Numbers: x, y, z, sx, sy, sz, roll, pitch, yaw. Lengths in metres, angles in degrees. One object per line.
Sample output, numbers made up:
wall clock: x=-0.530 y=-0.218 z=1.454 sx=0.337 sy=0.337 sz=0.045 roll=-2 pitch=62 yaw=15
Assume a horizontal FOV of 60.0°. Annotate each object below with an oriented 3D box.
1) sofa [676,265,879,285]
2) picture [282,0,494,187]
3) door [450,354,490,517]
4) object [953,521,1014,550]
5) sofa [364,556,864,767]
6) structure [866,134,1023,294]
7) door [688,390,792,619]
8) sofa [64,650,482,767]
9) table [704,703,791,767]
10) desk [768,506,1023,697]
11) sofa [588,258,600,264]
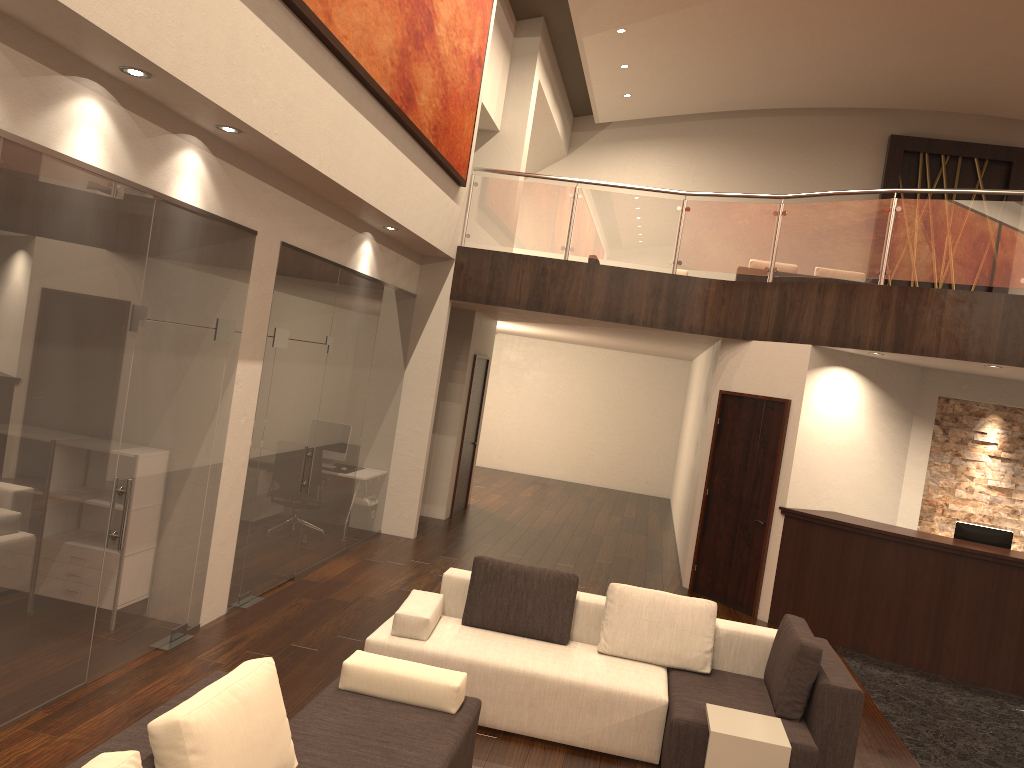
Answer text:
sofa: x=4.126 y=-1.374 z=14.135 sx=3.366 sy=0.862 sz=2.586 roll=9 pitch=1 yaw=9
picture: x=-0.871 y=-3.465 z=6.660 sx=0.070 sy=2.526 sz=6.485 roll=9 pitch=1 yaw=9
door: x=-0.602 y=0.704 z=12.551 sx=0.104 sy=2.232 sz=0.990 roll=9 pitch=1 yaw=9
object: x=4.401 y=1.575 z=8.330 sx=0.483 sy=0.485 sz=0.189 roll=9 pitch=1 yaw=24
sofa: x=0.570 y=1.703 z=5.438 sx=2.846 sy=0.862 sz=1.291 roll=9 pitch=1 yaw=9
structure: x=8.210 y=-2.512 z=16.961 sx=2.524 sy=4.236 sz=0.187 roll=9 pitch=1 yaw=9
door: x=2.385 y=1.216 z=9.334 sx=0.104 sy=2.232 sz=0.990 roll=8 pitch=1 yaw=-31
sofa: x=-0.144 y=1.640 z=2.909 sx=2.586 sy=0.862 sz=3.366 roll=9 pitch=1 yaw=9
table: x=1.200 y=2.017 z=4.668 sx=0.400 sy=0.460 sz=0.400 roll=9 pitch=1 yaw=9
desk: x=6.002 y=2.325 z=7.978 sx=7.146 sy=1.171 sz=1.674 roll=9 pitch=1 yaw=11
sofa: x=2.800 y=-1.607 z=15.869 sx=3.366 sy=0.862 sz=2.586 roll=9 pitch=1 yaw=9
